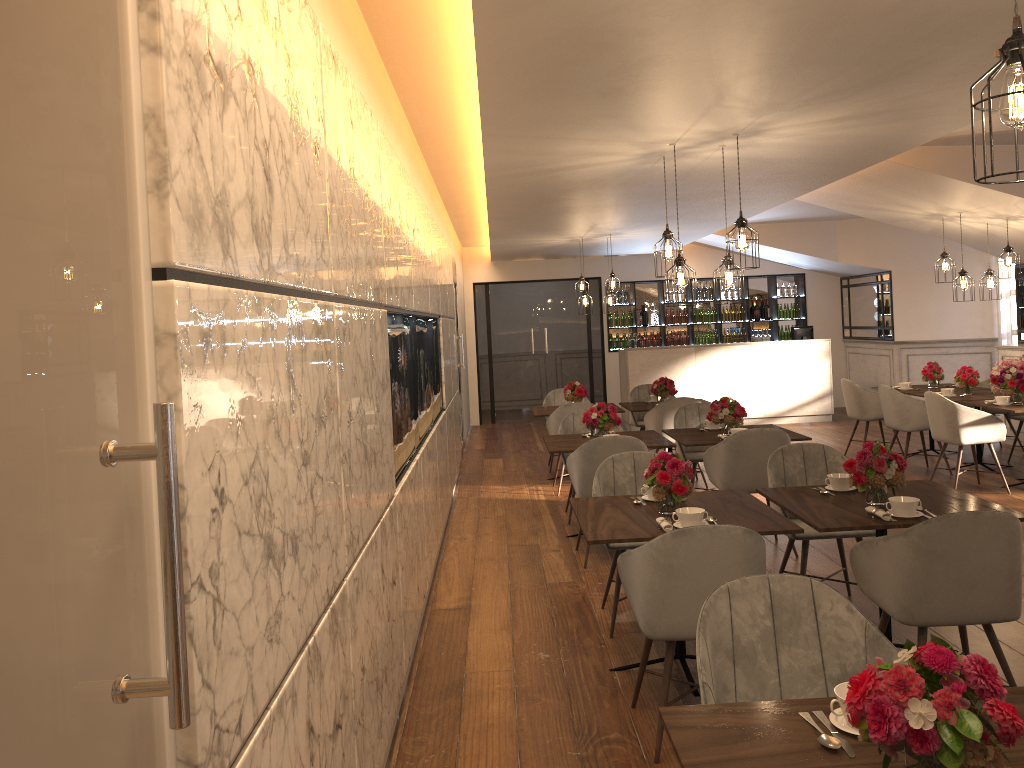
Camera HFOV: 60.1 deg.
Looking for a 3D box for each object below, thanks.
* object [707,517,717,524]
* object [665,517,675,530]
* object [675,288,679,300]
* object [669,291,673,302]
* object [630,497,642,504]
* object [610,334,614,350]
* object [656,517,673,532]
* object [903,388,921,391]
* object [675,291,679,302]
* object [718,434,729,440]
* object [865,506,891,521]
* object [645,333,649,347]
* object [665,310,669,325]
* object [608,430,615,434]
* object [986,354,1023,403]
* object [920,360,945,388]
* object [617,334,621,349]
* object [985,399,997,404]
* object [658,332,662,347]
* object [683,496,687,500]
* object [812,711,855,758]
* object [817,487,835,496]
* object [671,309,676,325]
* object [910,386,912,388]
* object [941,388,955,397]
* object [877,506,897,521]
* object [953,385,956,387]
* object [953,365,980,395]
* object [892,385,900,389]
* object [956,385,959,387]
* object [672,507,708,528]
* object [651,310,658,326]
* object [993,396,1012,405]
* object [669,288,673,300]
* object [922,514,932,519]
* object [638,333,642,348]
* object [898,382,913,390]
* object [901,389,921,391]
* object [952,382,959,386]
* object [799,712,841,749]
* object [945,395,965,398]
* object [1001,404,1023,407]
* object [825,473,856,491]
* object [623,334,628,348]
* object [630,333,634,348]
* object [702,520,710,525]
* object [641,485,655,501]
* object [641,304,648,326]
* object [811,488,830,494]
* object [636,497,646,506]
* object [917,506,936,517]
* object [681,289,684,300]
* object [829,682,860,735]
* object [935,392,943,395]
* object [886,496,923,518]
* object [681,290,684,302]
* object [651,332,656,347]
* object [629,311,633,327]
[{"bbox_3d":[0.868,0.597,3.796,0.043,0.015,0.197,-3,4,3],"label":"object"},{"bbox_3d":[0.683,0.602,3.783,0.025,0.024,0.193,-3,4,-1],"label":"object"},{"bbox_3d":[2.715,-1.480,14.589,0.069,0.208,0.040,-3,1,-1],"label":"object"},{"bbox_3d":[2.616,-1.439,14.588,0.070,0.190,0.041,-3,1,-1],"label":"object"},{"bbox_3d":[0.603,0.572,4.362,0.043,0.015,0.197,-3,4,-5],"label":"object"},{"bbox_3d":[1.651,-0.695,14.607,0.065,0.261,0.066,-3,1,-22],"label":"object"},{"bbox_3d":[0.649,0.597,3.773,0.056,0.039,0.176,-3,4,-1],"label":"object"},{"bbox_3d":[4.242,0.060,9.390,0.197,0.015,0.043,-3,3,-5],"label":"object"},{"bbox_3d":[2.716,-1.444,14.590,0.070,0.190,0.041,-3,1,-1],"label":"object"},{"bbox_3d":[1.519,0.382,6.363,0.056,0.039,0.176,-3,4,-1],"label":"object"},{"bbox_3d":[1.566,0.552,3.789,0.056,0.039,0.176,-3,4,-1],"label":"object"},{"bbox_3d":[2.226,-0.724,14.617,0.065,0.261,0.066,-3,1,-22],"label":"object"},{"bbox_3d":[2.555,-1.103,14.620,0.065,0.261,0.066,-3,1,-22],"label":"object"},{"bbox_3d":[0.782,0.378,6.959,0.056,0.039,0.176,-3,4,-1],"label":"object"},{"bbox_3d":[4.431,-0.049,7.803,0.420,0.425,0.406,-3,2,-13],"label":"object"},{"bbox_3d":[4.518,-0.109,9.523,0.306,0.301,0.234,-5,3,-44],"label":"object"},{"bbox_3d":[1.761,-0.701,14.609,0.065,0.261,0.066,-3,1,-22],"label":"object"},{"bbox_3d":[4.251,0.155,7.788,0.175,0.039,0.056,-3,3,-1],"label":"object"},{"bbox_3d":[2.446,-0.735,14.621,0.065,0.261,0.066,-3,1,-22],"label":"object"},{"bbox_3d":[0.829,0.547,4.385,0.056,0.039,0.176,-3,4,-1],"label":"object"},{"bbox_3d":[0.684,0.740,1.877,0.022,0.004,0.211,-3,4,-1],"label":"object"},{"bbox_3d":[1.557,0.531,4.372,0.022,0.004,0.211,-3,4,-1],"label":"object"},{"bbox_3d":[2.665,-1.108,14.622,0.065,0.261,0.066,-3,1,-22],"label":"object"},{"bbox_3d":[4.228,0.043,9.582,0.192,0.024,0.025,-3,2,-1],"label":"object"},{"bbox_3d":[4.236,0.084,8.607,0.148,0.072,0.148,0,4,41],"label":"object"},{"bbox_3d":[1.601,0.556,3.800,0.025,0.024,0.193,-3,4,-1],"label":"object"},{"bbox_3d":[4.820,0.022,9.470,0.192,0.024,0.025,-3,2,-1],"label":"object"},{"bbox_3d":[4.461,-0.049,8.705,0.234,0.301,0.306,-2,2,18],"label":"object"},{"bbox_3d":[4.218,0.034,9.616,0.175,0.039,0.056,-3,3,-1],"label":"object"},{"bbox_3d":[4.830,0.017,9.435,0.175,0.039,0.056,-3,3,-1],"label":"object"},{"bbox_3d":[0.762,0.575,3.775,0.148,0.072,0.148,-4,3,-23],"label":"object"},{"bbox_3d":[2.358,-1.101,14.615,0.108,0.281,0.108,-4,1,-45],"label":"object"},{"bbox_3d":[4.253,0.145,7.674,0.148,0.072,0.148,0,4,41],"label":"object"},{"bbox_3d":[2.614,-1.475,14.588,0.069,0.208,0.040,-3,1,-1],"label":"object"},{"bbox_3d":[1.758,0.558,3.819,0.022,0.004,0.211,-3,4,-1],"label":"object"},{"bbox_3d":[2.115,-0.718,14.615,0.065,0.261,0.066,-3,1,-22],"label":"object"},{"bbox_3d":[4.219,0.025,9.502,0.148,0.072,0.148,0,4,41],"label":"object"},{"bbox_3d":[4.249,0.063,9.425,0.211,0.004,0.022,-3,4,-1],"label":"object"},{"bbox_3d":[4.827,-0.008,9.549,0.148,0.072,0.148,0,4,41],"label":"object"},{"bbox_3d":[0.649,0.736,1.883,0.043,0.015,0.197,-3,4,-5],"label":"object"},{"bbox_3d":[4.259,0.119,8.494,0.197,0.015,0.043,-3,3,-5],"label":"object"},{"bbox_3d":[4.276,0.181,7.562,0.197,0.015,0.043,-3,3,-5],"label":"object"},{"bbox_3d":[1.632,0.491,4.399,0.148,0.072,0.148,-4,3,-23],"label":"object"},{"bbox_3d":[1.872,-0.706,14.611,0.065,0.261,0.066,-3,1,-22],"label":"object"},{"bbox_3d":[1.982,-0.712,14.613,0.065,0.261,0.066,-3,1,-22],"label":"object"},{"bbox_3d":[0.841,0.604,3.803,0.022,0.004,0.211,-3,4,-1],"label":"object"},{"bbox_3d":[0.714,0.536,4.383,0.148,0.072,0.148,-4,3,-23],"label":"object"},{"bbox_3d":[2.189,-1.133,14.617,0.104,0.359,0.104,-3,1,-29],"label":"object"},{"bbox_3d":[1.521,0.526,4.378,0.043,0.015,0.197,-3,4,-5],"label":"object"},{"bbox_3d":[0.639,0.576,4.355,0.022,0.004,0.211,-3,4,-1],"label":"object"},{"bbox_3d":[1.793,0.551,3.813,0.043,0.015,0.197,-3,4,-5],"label":"object"},{"bbox_3d":[2.815,-1.485,14.591,0.069,0.208,0.040,-3,1,-1],"label":"object"},{"bbox_3d":[0.760,0.700,1.904,0.148,0.072,0.148,-4,3,-23],"label":"object"},{"bbox_3d":[4.234,0.093,8.721,0.175,0.039,0.056,-3,3,-1],"label":"object"},{"bbox_3d":[1.679,0.529,3.791,0.148,0.072,0.148,-4,3,-23],"label":"object"},{"bbox_3d":[2.817,-1.449,14.592,0.070,0.190,0.041,-3,1,-1],"label":"object"},{"bbox_3d":[2.336,-0.729,14.619,0.065,0.261,0.066,-3,1,-22],"label":"object"},{"bbox_3d":[1.964,-1.074,14.610,0.065,0.261,0.066,-3,1,-22],"label":"object"}]
